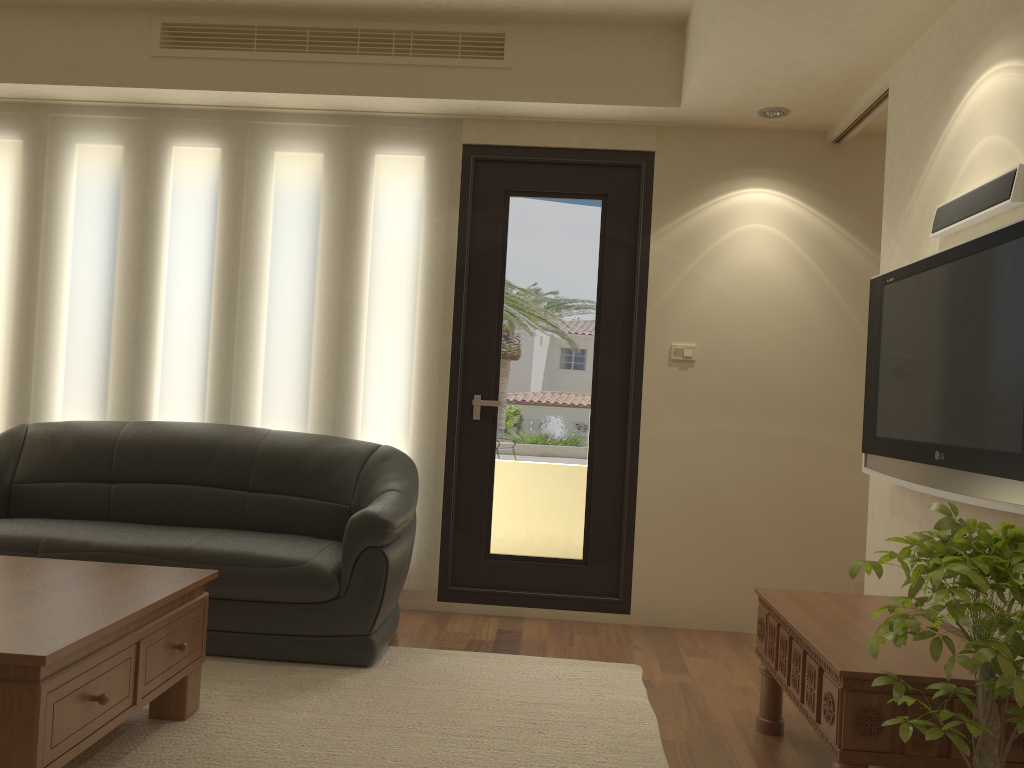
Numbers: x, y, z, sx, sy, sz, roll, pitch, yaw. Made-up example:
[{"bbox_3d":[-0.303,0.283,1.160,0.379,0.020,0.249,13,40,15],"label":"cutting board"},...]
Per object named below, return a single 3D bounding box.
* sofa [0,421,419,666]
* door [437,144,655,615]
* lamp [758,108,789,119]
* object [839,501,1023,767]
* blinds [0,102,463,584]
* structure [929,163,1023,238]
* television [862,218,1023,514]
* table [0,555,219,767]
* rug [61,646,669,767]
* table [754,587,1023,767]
[{"bbox_3d":[-1.623,0.648,4.132,2.337,0.918,0.944,3,-1,3],"label":"sofa"},{"bbox_3d":[0.179,-0.038,4.685,1.011,2.420,0.118,3,-1,3],"label":"door"},{"bbox_3d":[1.277,-1.340,4.324,0.143,0.059,0.143,3,-1,9],"label":"lamp"},{"bbox_3d":[1.052,0.754,1.988,0.565,0.957,0.528,4,-1,-44],"label":"object"},{"bbox_3d":[-1.735,-0.253,4.739,2.830,2.453,0.002,3,-1,3],"label":"blinds"},{"bbox_3d":[1.453,-0.564,2.785,0.048,0.111,0.559,3,-1,3],"label":"structure"},{"bbox_3d":[1.386,-0.037,2.762,0.110,0.778,1.377,3,-1,3],"label":"television"},{"bbox_3d":[-1.655,0.853,2.624,1.213,0.482,1.045,3,-1,3],"label":"table"},{"bbox_3d":[-1.291,1.115,2.774,3.592,0.011,2.482,3,-1,3],"label":"rug"},{"bbox_3d":[1.121,1.002,2.752,0.538,0.493,1.009,3,-1,3],"label":"table"}]
